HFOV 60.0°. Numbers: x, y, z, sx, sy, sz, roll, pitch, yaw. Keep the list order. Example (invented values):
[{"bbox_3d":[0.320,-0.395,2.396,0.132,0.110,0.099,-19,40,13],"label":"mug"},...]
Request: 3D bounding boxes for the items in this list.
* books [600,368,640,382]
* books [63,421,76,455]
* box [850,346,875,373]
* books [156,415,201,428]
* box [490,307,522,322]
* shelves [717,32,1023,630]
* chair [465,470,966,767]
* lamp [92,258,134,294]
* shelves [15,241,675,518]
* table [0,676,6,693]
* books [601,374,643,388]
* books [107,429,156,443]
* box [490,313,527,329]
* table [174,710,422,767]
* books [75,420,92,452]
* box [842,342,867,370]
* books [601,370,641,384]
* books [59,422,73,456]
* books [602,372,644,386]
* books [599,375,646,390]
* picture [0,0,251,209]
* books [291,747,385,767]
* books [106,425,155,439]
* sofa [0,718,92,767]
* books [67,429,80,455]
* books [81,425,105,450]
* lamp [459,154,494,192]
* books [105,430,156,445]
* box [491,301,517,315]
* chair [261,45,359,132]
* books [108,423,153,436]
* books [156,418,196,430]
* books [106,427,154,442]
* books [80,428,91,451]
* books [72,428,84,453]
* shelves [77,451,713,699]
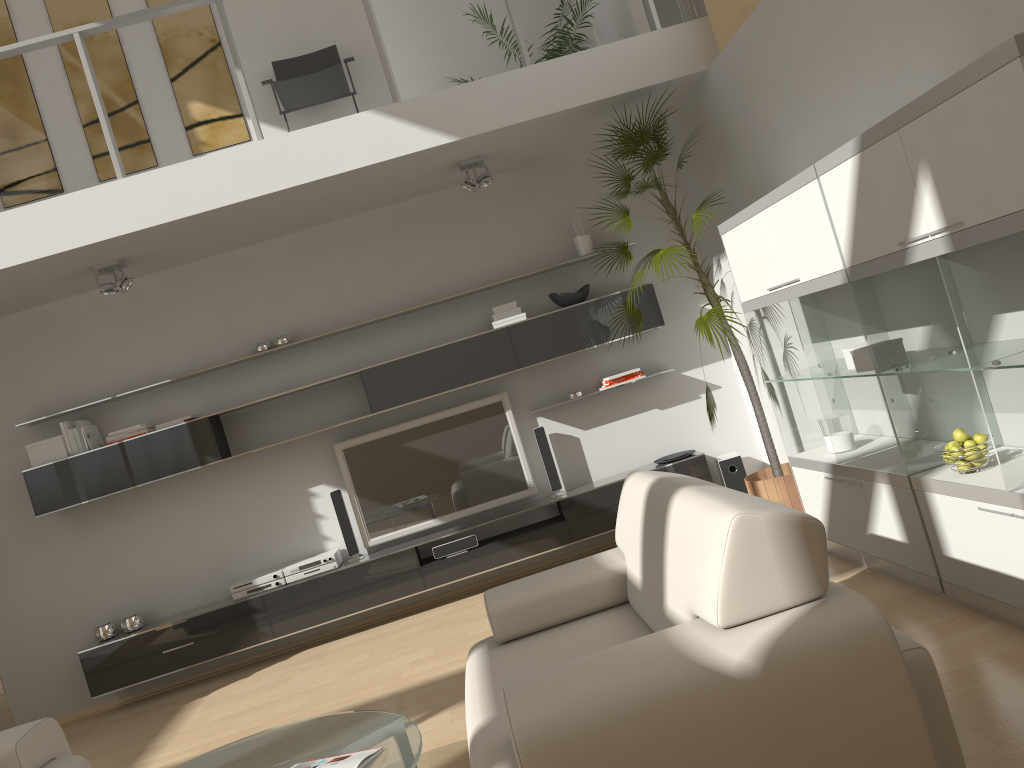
[{"bbox_3d":[0.739,-0.062,6.070,0.227,0.017,0.230,-17,0,-9],"label":"books"},{"bbox_3d":[-2.846,0.353,5.796,0.017,0.227,0.230,-17,0,-4],"label":"books"},{"bbox_3d":[1.499,-0.116,3.627,0.146,0.094,0.146,-17,0,-14],"label":"box"},{"bbox_3d":[-2.189,0.246,5.825,0.230,0.017,0.227,-17,0,-4],"label":"books"},{"bbox_3d":[-0.039,-0.463,6.015,0.200,0.047,0.200,-17,0,-4],"label":"box"},{"bbox_3d":[1.604,-0.063,3.433,0.408,1.756,2.432,-17,0,-4],"label":"shelves"},{"bbox_3d":[0.385,0.786,2.720,1.165,0.846,1.562,-17,0,-4],"label":"chair"},{"bbox_3d":[-2.423,-0.641,5.402,0.214,0.195,0.150,-17,0,-4],"label":"lamp"},{"bbox_3d":[-1.048,0.085,5.918,4.236,0.914,0.300,-17,0,-4],"label":"shelves"},{"bbox_3d":[-5.429,2.601,7.164,2.199,0.746,0.900,-17,0,-4],"label":"table"},{"bbox_3d":[0.752,-0.020,6.079,0.268,0.011,0.190,-17,0,-3],"label":"books"},{"bbox_3d":[-2.476,0.339,5.793,0.268,0.011,0.190,-17,0,-3],"label":"books"},{"bbox_3d":[-0.023,-0.418,6.014,0.232,0.047,0.232,-17,0,-4],"label":"box"},{"bbox_3d":[-0.784,1.396,2.549,1.198,0.370,1.198,-17,0,13],"label":"table"},{"bbox_3d":[-2.772,0.340,5.789,0.021,0.210,0.207,-17,0,-4],"label":"books"},{"bbox_3d":[1.533,-0.127,3.831,0.146,0.094,0.146,-17,0,1],"label":"box"},{"bbox_3d":[0.746,-0.048,6.083,0.254,0.015,0.190,-17,0,-3],"label":"books"},{"bbox_3d":[-2.863,0.358,5.788,0.017,0.227,0.230,-17,0,-4],"label":"books"},{"bbox_3d":[0.758,-0.036,6.081,0.254,0.015,0.190,-17,0,-8],"label":"books"},{"bbox_3d":[0.752,-0.007,6.079,0.296,0.013,0.210,-17,0,-4],"label":"books"},{"bbox_3d":[-2.845,-2.276,5.976,1.684,1.800,0.010,-17,0,-4],"label":"picture"},{"bbox_3d":[-0.571,1.118,2.438,0.297,0.037,0.440,-17,0,16],"label":"books"},{"bbox_3d":[-2.486,0.313,5.788,0.254,0.015,0.190,-17,0,-3],"label":"books"},{"bbox_3d":[-2.124,1.555,2.528,1.168,0.846,2.093,-17,0,-4],"label":"sofa"},{"bbox_3d":[-2.816,0.374,5.789,0.027,0.169,0.230,-17,0,-4],"label":"books"},{"bbox_3d":[-2.738,0.350,5.806,0.023,0.169,0.230,-17,0,-4],"label":"books"},{"bbox_3d":[-0.232,-1.312,5.582,0.214,0.195,0.150,-17,0,-4],"label":"lamp"},{"bbox_3d":[-2.469,0.350,5.792,0.297,0.013,0.210,-17,0,-4],"label":"books"},{"bbox_3d":[-0.053,-0.508,6.014,0.168,0.047,0.168,-17,0,-4],"label":"box"},{"bbox_3d":[-1.271,-1.842,5.780,0.628,0.825,0.537,-17,0,-4],"label":"chair"},{"bbox_3d":[-2.489,0.297,5.801,0.227,0.017,0.230,-17,0,-9],"label":"books"},{"bbox_3d":[-2.197,0.265,5.828,0.190,0.015,0.254,-17,0,2],"label":"books"},{"bbox_3d":[-2.490,0.330,5.790,0.254,0.015,0.190,-17,0,-8],"label":"books"},{"bbox_3d":[-2.749,0.360,5.792,0.009,0.156,0.207,-17,0,-4],"label":"books"},{"bbox_3d":[-2.790,0.366,5.800,0.027,0.169,0.230,-17,0,-4],"label":"books"},{"bbox_3d":[-0.697,1.232,5.922,4.236,0.312,0.300,-17,0,-4],"label":"shelves"}]
